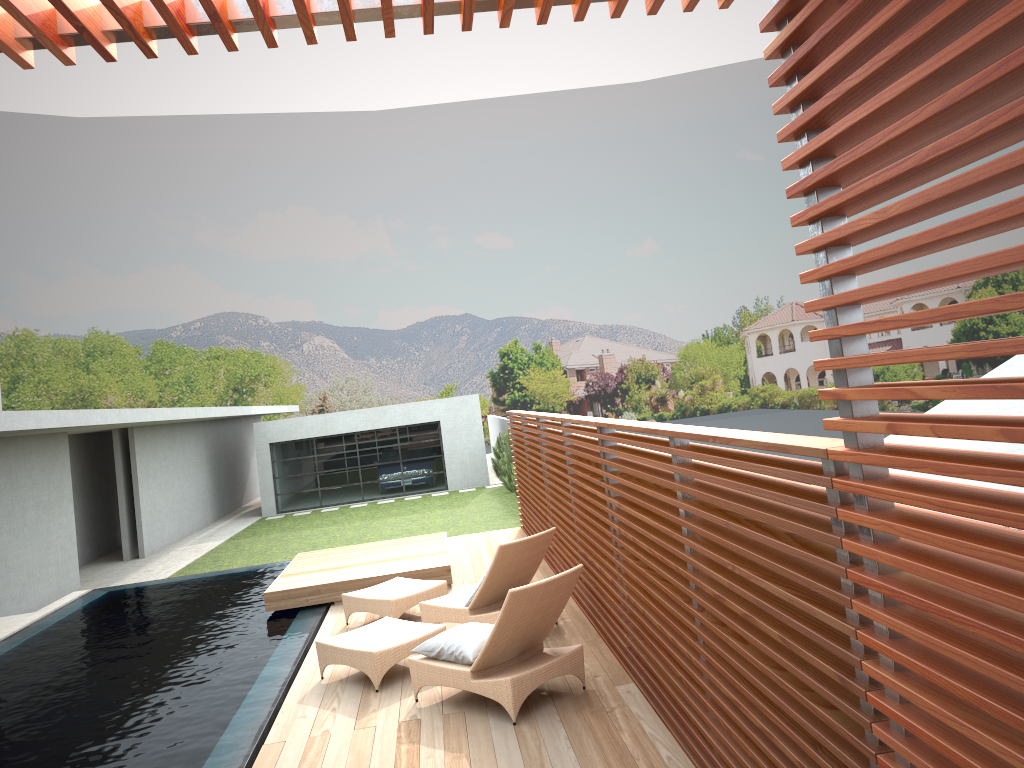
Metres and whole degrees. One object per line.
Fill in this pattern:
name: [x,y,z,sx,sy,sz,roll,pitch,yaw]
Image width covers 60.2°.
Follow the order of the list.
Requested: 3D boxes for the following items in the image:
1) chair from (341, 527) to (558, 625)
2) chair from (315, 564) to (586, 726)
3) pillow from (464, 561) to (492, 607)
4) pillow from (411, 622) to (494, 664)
chair: [-0.615,1.776,8.054,2.276,0.833,0.702,-8,-3,43]
chair: [-0.510,1.749,6.385,2.276,0.833,0.702,-8,-3,44]
pillow: [-0.071,1.630,7.545,0.423,0.430,0.610,-10,-3,42]
pillow: [-0.289,1.775,6.122,0.589,0.195,0.597,-8,-1,41]
